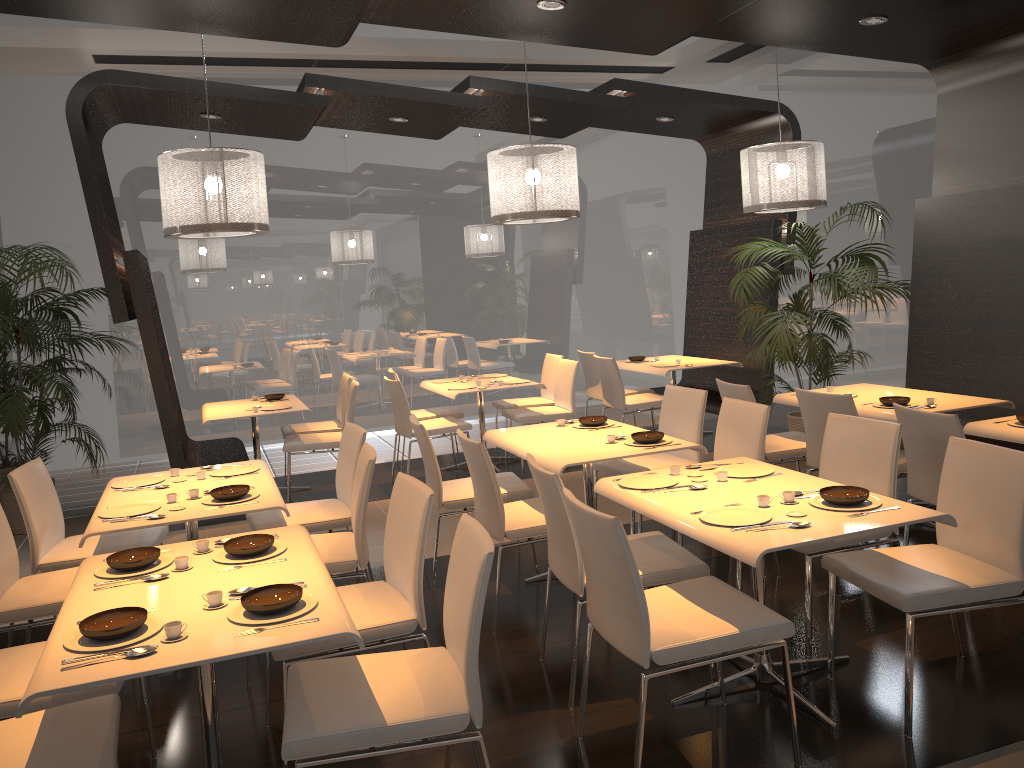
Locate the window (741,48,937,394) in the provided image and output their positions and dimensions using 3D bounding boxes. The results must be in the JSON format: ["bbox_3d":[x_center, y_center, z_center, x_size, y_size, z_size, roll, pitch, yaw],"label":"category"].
[{"bbox_3d":[3.888,-1.555,7.433,0.070,3.962,6.601,-5,5,-19],"label":"window"}]

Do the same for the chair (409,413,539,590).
[{"bbox_3d":[-0.230,0.596,4.887,0.606,0.867,0.485,-5,3,-12],"label":"chair"}]

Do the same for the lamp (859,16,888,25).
[{"bbox_3d":[2.190,-2.218,5.359,0.161,0.050,0.162,-5,6,-14],"label":"lamp"}]

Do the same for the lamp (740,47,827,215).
[{"bbox_3d":[2.072,-2.318,6.888,0.626,1.924,0.629,-3,3,12],"label":"lamp"}]

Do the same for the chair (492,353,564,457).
[{"bbox_3d":[0.172,0.186,8.173,0.606,0.871,0.485,-5,3,-17],"label":"chair"}]

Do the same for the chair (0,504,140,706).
[{"bbox_3d":[-1.867,0.853,3.629,0.606,0.867,0.485,-5,3,-17],"label":"chair"}]

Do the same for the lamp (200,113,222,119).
[{"bbox_3d":[-2.350,-2.101,6.893,0.160,0.054,0.161,-5,6,-14],"label":"lamp"}]

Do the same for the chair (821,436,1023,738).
[{"bbox_3d":[1.518,0.681,3.182,0.606,0.871,0.485,-5,3,-12],"label":"chair"}]

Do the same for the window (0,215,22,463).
[{"bbox_3d":[-7.793,-0.763,7.354,6.593,3.967,0.070,-6,3,-20],"label":"window"}]

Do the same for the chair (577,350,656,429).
[{"bbox_3d":[0.988,0.094,8.476,0.606,0.867,0.485,-5,3,-17],"label":"chair"}]

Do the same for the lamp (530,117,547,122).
[{"bbox_3d":[0.228,-2.355,7.818,0.161,0.055,0.162,-7,7,-25],"label":"lamp"}]

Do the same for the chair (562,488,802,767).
[{"bbox_3d":[0.526,0.780,2.902,0.606,0.871,0.485,-5,3,-17],"label":"chair"}]

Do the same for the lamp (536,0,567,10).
[{"bbox_3d":[0.209,-2.011,4.648,0.161,0.050,0.162,-5,6,-14],"label":"lamp"}]

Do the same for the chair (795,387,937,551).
[{"bbox_3d":[1.974,0.442,4.959,0.607,0.871,0.485,-5,4,-22],"label":"chair"}]

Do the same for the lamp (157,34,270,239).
[{"bbox_3d":[-1.895,-1.885,5.465,0.626,1.924,0.629,-3,3,8],"label":"lamp"}]

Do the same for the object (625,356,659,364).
[{"bbox_3d":[1.247,-0.241,8.540,0.304,0.044,0.366,-6,7,-20],"label":"object"}]

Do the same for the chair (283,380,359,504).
[{"bbox_3d":[-1.466,0.444,6.891,0.606,0.867,0.485,-5,3,-12],"label":"chair"}]

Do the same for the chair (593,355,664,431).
[{"bbox_3d":[1.086,0.164,7.836,0.606,0.871,0.485,-5,3,-17],"label":"chair"}]

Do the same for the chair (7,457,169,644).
[{"bbox_3d":[-2.002,0.791,4.231,0.606,0.867,0.485,-5,3,-12],"label":"chair"}]

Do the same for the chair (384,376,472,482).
[{"bbox_3d":[-0.686,0.360,7.174,0.607,0.871,0.485,-5,4,-22],"label":"chair"}]

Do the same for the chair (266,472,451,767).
[{"bbox_3d":[-0.575,0.823,3.166,0.607,0.871,0.485,-5,4,-22],"label":"chair"}]

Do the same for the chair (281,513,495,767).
[{"bbox_3d":[-0.335,0.880,2.517,0.606,0.867,0.485,-5,3,-12],"label":"chair"}]

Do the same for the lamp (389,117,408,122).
[{"bbox_3d":[-0.950,-2.227,7.396,0.161,0.055,0.162,-7,7,-25],"label":"lamp"}]

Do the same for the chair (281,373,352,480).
[{"bbox_3d":[-1.640,0.386,7.503,0.606,0.871,0.485,-5,3,-17],"label":"chair"}]

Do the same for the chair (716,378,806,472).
[{"bbox_3d":[1.652,0.395,5.546,0.606,0.871,0.485,-5,3,-12],"label":"chair"}]

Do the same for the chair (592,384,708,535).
[{"bbox_3d":[0.835,0.480,5.262,0.607,0.867,0.485,-5,4,-22],"label":"chair"}]

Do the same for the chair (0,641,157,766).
[{"bbox_3d":[-1.524,0.926,2.805,0.606,0.867,0.485,-5,3,-12],"label":"chair"}]

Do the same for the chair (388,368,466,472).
[{"bbox_3d":[-0.766,0.282,7.871,0.606,0.867,0.485,-5,3,-12],"label":"chair"}]

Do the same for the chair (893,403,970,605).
[{"bbox_3d":[2.189,0.519,4.155,0.606,0.867,0.485,-5,3,-12],"label":"chair"}]

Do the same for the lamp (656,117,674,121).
[{"bbox_3d":[1.425,-2.485,8.248,0.161,0.055,0.162,-7,7,-25],"label":"lamp"}]

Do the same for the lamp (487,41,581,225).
[{"bbox_3d":[0.104,-2.103,6.182,0.626,1.924,0.629,-3,3,8],"label":"lamp"}]

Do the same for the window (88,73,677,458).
[{"bbox_3d":[-1.036,-1.500,9.779,6.593,3.967,0.070,-6,3,-20],"label":"window"}]

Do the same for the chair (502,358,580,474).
[{"bbox_3d":[0.269,0.252,7.533,0.606,0.867,0.485,-5,3,-17],"label":"chair"}]

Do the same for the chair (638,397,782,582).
[{"bbox_3d":[1.003,0.548,4.586,0.606,0.867,0.485,-5,3,-17],"label":"chair"}]

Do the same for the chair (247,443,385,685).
[{"bbox_3d":[-0.875,0.756,3.909,0.606,0.871,0.485,-5,3,-12],"label":"chair"}]

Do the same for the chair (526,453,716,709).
[{"bbox_3d":[0.404,0.716,3.515,0.606,0.871,0.485,-5,3,-12],"label":"chair"}]

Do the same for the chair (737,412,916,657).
[{"bbox_3d":[1.350,0.613,3.857,0.607,0.871,0.485,-5,4,-22],"label":"chair"}]

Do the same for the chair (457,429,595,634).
[{"bbox_3d":[0.081,0.649,4.271,0.606,0.871,0.485,-5,3,-17],"label":"chair"}]

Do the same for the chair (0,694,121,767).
[{"bbox_3d":[-1.327,0.979,2.238,0.607,0.867,0.485,-5,4,-22],"label":"chair"}]

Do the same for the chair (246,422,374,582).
[{"bbox_3d":[-1.043,0.686,4.583,0.607,0.867,0.485,-5,4,-22],"label":"chair"}]
